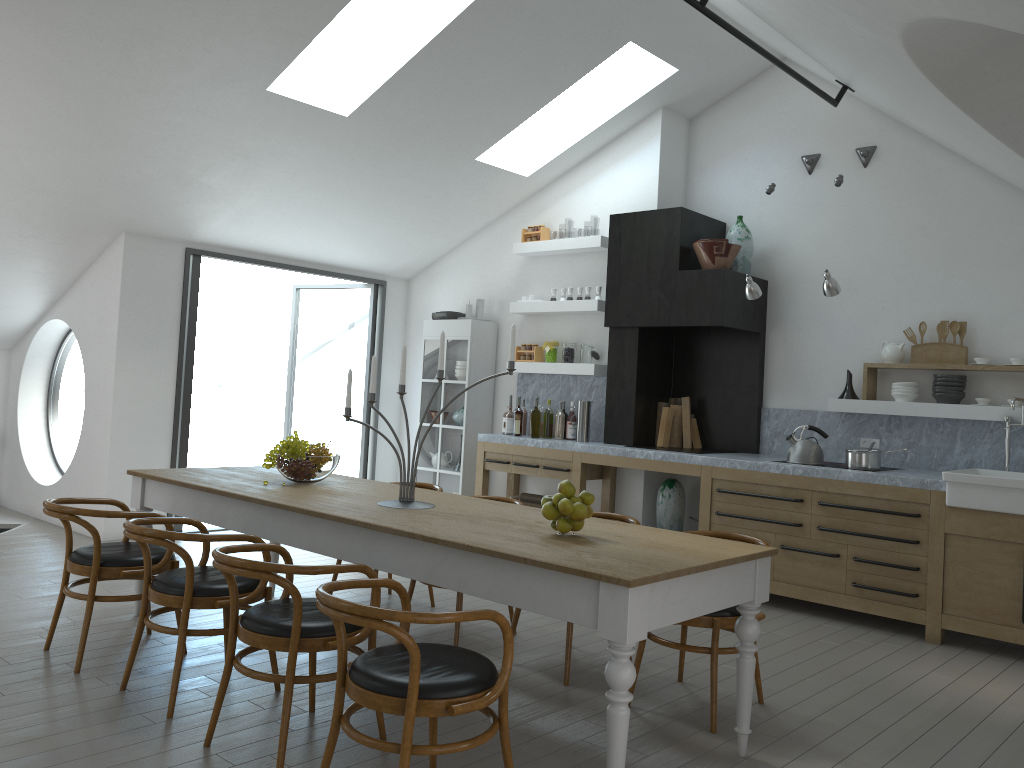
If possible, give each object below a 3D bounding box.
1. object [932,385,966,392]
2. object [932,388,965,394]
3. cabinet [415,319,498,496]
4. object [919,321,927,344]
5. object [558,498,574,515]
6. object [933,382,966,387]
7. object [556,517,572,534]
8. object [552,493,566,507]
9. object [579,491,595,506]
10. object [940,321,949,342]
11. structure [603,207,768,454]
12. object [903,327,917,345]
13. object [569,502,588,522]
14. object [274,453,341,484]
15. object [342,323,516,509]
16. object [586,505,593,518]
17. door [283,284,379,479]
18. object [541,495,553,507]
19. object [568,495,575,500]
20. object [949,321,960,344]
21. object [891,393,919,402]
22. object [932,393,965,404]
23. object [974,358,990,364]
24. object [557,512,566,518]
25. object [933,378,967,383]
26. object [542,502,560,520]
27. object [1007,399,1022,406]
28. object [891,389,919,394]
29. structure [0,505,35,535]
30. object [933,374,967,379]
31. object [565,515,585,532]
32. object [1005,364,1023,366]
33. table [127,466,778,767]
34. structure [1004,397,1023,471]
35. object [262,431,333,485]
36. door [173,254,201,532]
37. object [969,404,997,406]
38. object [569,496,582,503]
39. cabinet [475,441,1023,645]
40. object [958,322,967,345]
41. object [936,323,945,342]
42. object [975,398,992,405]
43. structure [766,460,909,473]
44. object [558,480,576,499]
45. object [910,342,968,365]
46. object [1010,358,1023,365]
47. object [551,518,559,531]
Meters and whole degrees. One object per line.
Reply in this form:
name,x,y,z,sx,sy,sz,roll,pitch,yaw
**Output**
object,2.972,0.048,6.031,0.205,0.086,0.205,3,-1,-6
object,2.972,0.076,6.036,0.205,0.086,0.205,3,-1,-11
cabinet,-0.550,0.396,8.429,0.642,1.992,0.360,1,-3,41
object,2.875,-0.292,6.217,0.055,0.299,0.027,1,-3,42
object,0.208,0.469,3.394,0.062,0.063,0.063,3,-1,4
object,2.976,0.026,6.036,0.206,0.072,0.205,3,-1,29
object,0.201,0.547,3.432,0.063,0.063,0.064,4,-2,-37
object,0.185,0.452,3.446,0.058,0.057,0.053,4,-2,-34
object,0.295,0.450,3.494,0.062,0.060,0.062,2,-2,42
object,2.976,-0.286,6.100,0.057,0.299,0.019,1,-3,42
structure,1.375,-0.421,7.157,1.076,1.887,0.779,2,-3,42
object,2.845,-0.276,6.239,0.016,0.259,0.199,5,-2,-38
object,0.255,0.495,3.424,0.077,0.076,0.076,3,-1,9
object,-1.108,0.453,4.765,0.360,0.160,0.359,3,-1,22
object,-0.394,0.129,4.093,0.775,0.876,0.265,3,-2,16
object,0.291,0.499,3.466,0.053,0.053,0.051,2,-2,33
door,-1.911,0.135,9.198,1.052,2.349,0.080,2,-2,27
object,0.151,0.475,3.514,0.072,0.064,0.071,2,-2,35
object,0.221,0.462,3.539,0.072,0.071,0.066,3,-1,11
object,3.025,-0.283,6.059,0.068,0.298,0.039,1,-3,42
object,2.759,0.097,6.223,0.181,0.064,0.181,3,-1,-26
object,2.970,0.102,6.035,0.206,0.072,0.205,3,-1,29
object,3.145,-0.148,5.931,0.098,0.049,0.098,2,-1,39
object,0.195,0.516,3.544,0.059,0.056,0.059,2,-2,36
object,2.982,0.001,6.037,0.205,0.084,0.205,3,-1,-21
object,0.150,0.495,3.451,0.070,0.072,0.071,3,-1,6
object,3.286,0.127,5.782,0.098,0.049,0.098,2,-1,39
object,2.760,0.074,6.224,0.181,0.065,0.181,3,-1,-11
structure,-6.395,1.404,6.693,4.708,0.694,4.706,3,-1,-3
object,2.984,-0.026,6.041,0.206,0.080,0.205,2,-1,44
object,0.246,0.543,3.491,0.078,0.074,0.080,3,-1,-3
object,3.304,-0.117,5.787,0.163,0.012,0.164,3,-1,-31
table,-0.572,0.956,4.164,3.350,0.800,1.017,3,-1,42
structure,3.190,0.354,5.507,0.214,0.530,0.332,2,-2,22
object,-1.133,0.389,4.758,0.292,0.284,0.393,3,-1,6
door,-3.139,0.056,7.856,1.052,2.349,0.080,1,-3,42
object,3.141,0.144,5.910,0.163,0.012,0.164,3,-1,-31
object,0.248,0.464,3.470,0.053,0.051,0.053,3,-1,13
cabinet,2.370,1.143,5.986,6.431,1.023,1.002,3,-1,42
object,3.065,-0.281,6.048,0.057,0.294,0.030,1,-3,42
object,2.964,-0.287,6.137,0.061,0.299,0.040,1,-3,39
object,3.142,0.121,5.911,0.098,0.049,0.098,2,-1,39
structure,2.235,0.579,6.093,0.737,0.041,0.646,3,-1,42
object,0.216,0.414,3.492,0.072,0.074,0.072,2,-2,42
object,2.952,-0.208,6.127,0.354,0.158,0.084,2,-2,42
object,3.305,-0.140,5.788,0.098,0.049,0.098,2,-1,39
object,0.178,0.553,3.498,0.049,0.050,0.051,4,-2,-45
